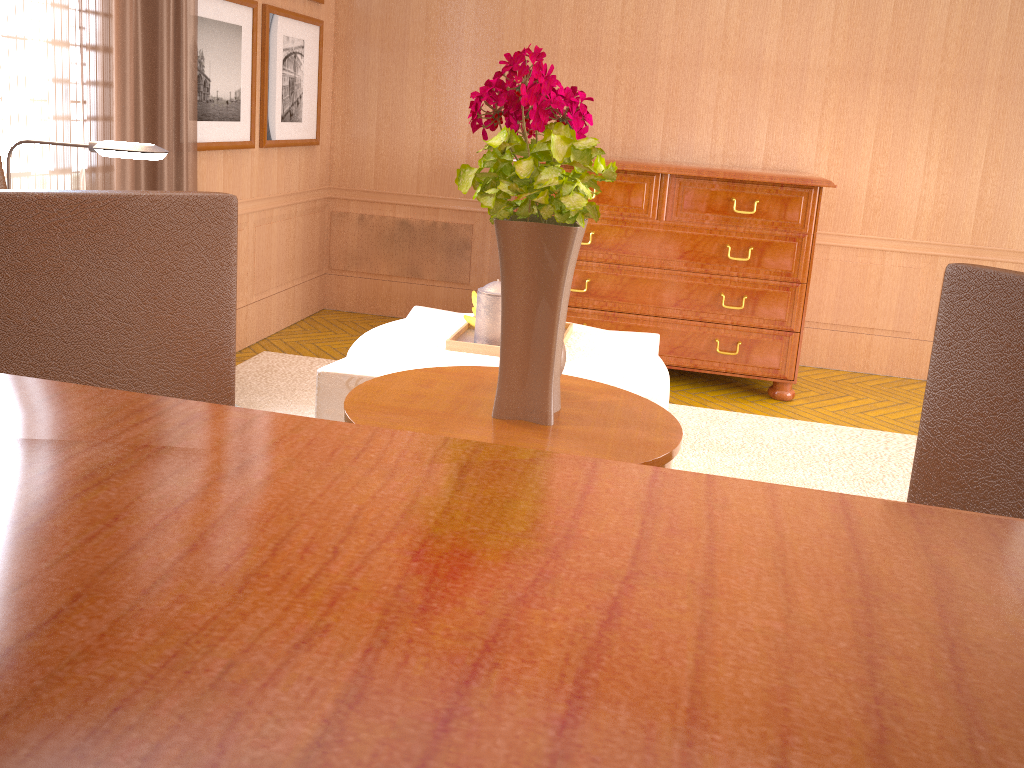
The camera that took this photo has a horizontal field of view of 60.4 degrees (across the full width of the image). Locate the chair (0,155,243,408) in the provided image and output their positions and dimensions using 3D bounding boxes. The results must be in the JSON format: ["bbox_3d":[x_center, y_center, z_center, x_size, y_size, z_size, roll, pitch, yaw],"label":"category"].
[{"bbox_3d":[-1.433,0.172,3.351,1.934,1.930,1.743,14,17,34],"label":"chair"}]

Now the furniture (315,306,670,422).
[{"bbox_3d":[-0.041,0.189,5.410,1.952,0.879,2.001,6,16,7],"label":"furniture"}]

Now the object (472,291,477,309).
[{"bbox_3d":[-0.127,-0.467,5.472,0.380,0.156,0.105,15,16,33],"label":"object"}]

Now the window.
[{"bbox_3d":[-3.171,-2.493,4.758,0.849,3.303,2.490,6,13,10],"label":"window"}]

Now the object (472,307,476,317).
[{"bbox_3d":[-0.111,-0.429,5.526,0.400,0.178,0.062,17,17,38],"label":"object"}]

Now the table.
[{"bbox_3d":[-0.049,0.739,2.841,1.043,1.342,0.944,8,13,17],"label":"table"}]

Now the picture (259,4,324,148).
[{"bbox_3d":[-2.083,-2.896,8.400,0.048,1.220,1.280,6,14,9],"label":"picture"}]

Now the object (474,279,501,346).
[{"bbox_3d":[-0.094,-0.423,5.174,0.234,0.384,0.240,-1,13,-23],"label":"object"}]

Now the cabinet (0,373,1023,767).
[{"bbox_3d":[-0.509,1.143,0.529,2.772,1.901,1.449,7,13,10],"label":"cabinet"}]

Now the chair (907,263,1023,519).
[{"bbox_3d":[1.773,0.583,2.786,1.908,1.930,1.766,1,14,-14],"label":"chair"}]

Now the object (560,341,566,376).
[{"bbox_3d":[0.089,-0.148,2.892,0.189,0.350,0.187,16,16,42],"label":"object"}]

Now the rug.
[{"bbox_3d":[1.064,1.058,4.380,7.970,0.019,6.148,7,17,10],"label":"rug"}]

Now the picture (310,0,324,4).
[{"bbox_3d":[-1.980,-4.246,8.146,0.048,1.220,1.280,6,14,9],"label":"picture"}]

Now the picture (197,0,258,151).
[{"bbox_3d":[-2.354,-2.500,7.041,0.048,1.220,1.280,6,14,9],"label":"picture"}]

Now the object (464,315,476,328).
[{"bbox_3d":[-0.136,-0.413,5.467,0.395,0.182,0.072,12,13,24],"label":"object"}]

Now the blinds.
[{"bbox_3d":[-2.480,-2.113,5.896,0.267,4.685,1.478,6,11,8],"label":"blinds"}]

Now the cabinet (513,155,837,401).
[{"bbox_3d":[1.380,-1.098,8.303,2.772,1.901,1.449,7,13,10],"label":"cabinet"}]

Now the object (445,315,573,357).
[{"bbox_3d":[0.007,-0.294,5.402,0.640,0.058,0.821,7,17,10],"label":"object"}]

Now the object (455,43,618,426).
[{"bbox_3d":[0.067,-0.442,2.630,0.457,1.065,0.536,6,12,8],"label":"object"}]

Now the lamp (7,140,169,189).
[{"bbox_3d":[-1.929,-0.099,4.025,0.630,1.982,0.576,-2,13,-27],"label":"lamp"}]
